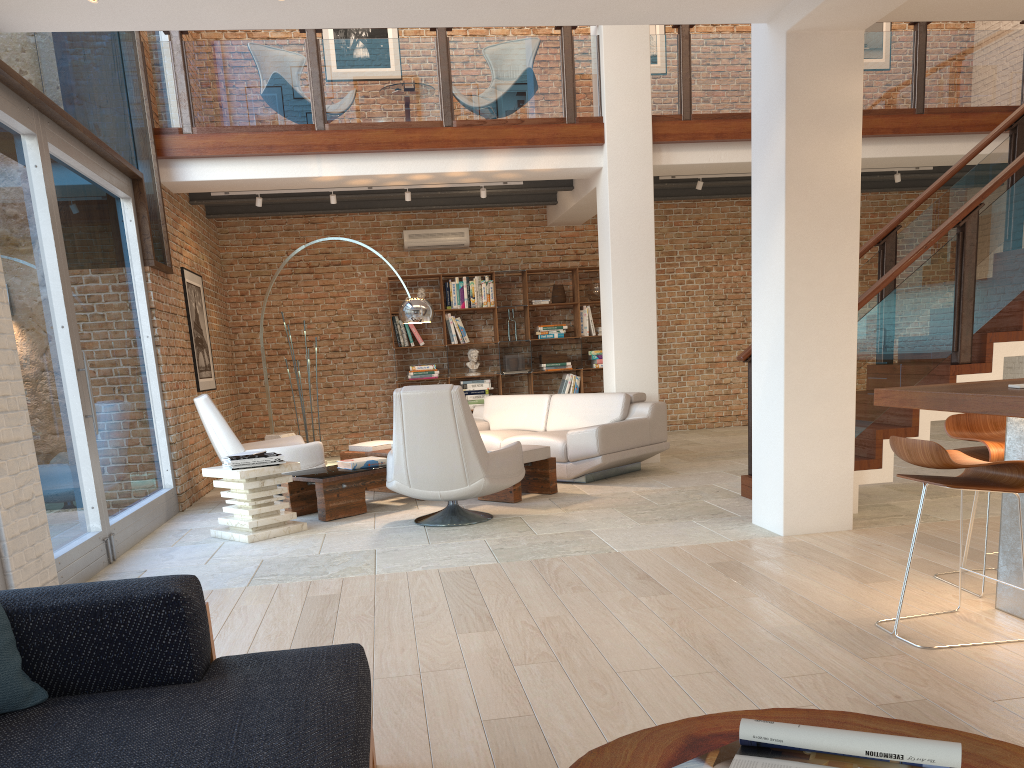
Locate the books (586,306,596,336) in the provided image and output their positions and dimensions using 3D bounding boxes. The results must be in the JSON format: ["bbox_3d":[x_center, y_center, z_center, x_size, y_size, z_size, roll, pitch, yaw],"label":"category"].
[{"bbox_3d":[1.002,-0.814,11.299,0.101,0.394,0.237,-5,9,-8],"label":"books"}]

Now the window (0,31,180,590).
[{"bbox_3d":[-2.797,-1.997,3.313,0.646,6.555,12.073,-5,4,-9],"label":"window"}]

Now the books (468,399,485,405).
[{"bbox_3d":[-0.471,0.226,11.281,0.361,0.057,0.276,-4,2,-6],"label":"books"}]

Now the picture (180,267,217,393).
[{"bbox_3d":[-3.186,-0.528,8.893,0.027,1.228,0.889,-5,9,-9],"label":"picture"}]

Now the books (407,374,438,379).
[{"bbox_3d":[-1.144,-0.101,11.104,0.378,0.037,0.239,-4,2,-13],"label":"books"}]

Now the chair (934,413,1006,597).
[{"bbox_3d":[2.189,0.525,3.936,0.404,0.796,0.410,-5,10,-8],"label":"chair"}]

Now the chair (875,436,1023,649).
[{"bbox_3d":[1.669,0.577,3.335,0.422,0.796,0.393,-5,10,-8],"label":"chair"}]

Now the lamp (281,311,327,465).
[{"bbox_3d":[-2.453,0.074,10.291,0.410,1.871,0.196,-12,15,-37],"label":"lamp"}]

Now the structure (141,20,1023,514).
[{"bbox_3d":[2.290,-1.235,4.721,10.133,4.245,13.567,-4,3,-8],"label":"structure"}]

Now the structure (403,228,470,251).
[{"bbox_3d":[-0.949,-1.812,10.913,0.811,0.225,0.195,-4,8,-8],"label":"structure"}]

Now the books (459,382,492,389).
[{"bbox_3d":[-0.474,0.022,11.242,0.378,0.066,0.239,-4,3,-14],"label":"books"}]

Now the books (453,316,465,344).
[{"bbox_3d":[-0.687,-0.683,11.073,0.124,0.358,0.265,-5,8,-8],"label":"books"}]

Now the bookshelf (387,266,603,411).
[{"bbox_3d":[0.019,-0.304,11.225,3.028,2.263,0.354,-4,12,-7],"label":"bookshelf"}]

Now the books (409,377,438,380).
[{"bbox_3d":[-1.134,-0.073,11.117,0.355,0.021,0.266,-4,2,-8],"label":"books"}]

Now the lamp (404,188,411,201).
[{"bbox_3d":[-1.051,-1.904,8.802,0.061,0.132,0.083,-5,9,-6],"label":"lamp"}]

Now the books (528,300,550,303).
[{"bbox_3d":[0.346,-1.051,11.089,0.235,0.019,0.168,-4,2,-15],"label":"books"}]

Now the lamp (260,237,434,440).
[{"bbox_3d":[-1.592,-0.186,8.369,2.029,2.416,0.309,1,12,27],"label":"lamp"}]

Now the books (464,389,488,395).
[{"bbox_3d":[-0.490,0.106,11.227,0.325,0.057,0.250,-4,2,-13],"label":"books"}]

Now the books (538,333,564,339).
[{"bbox_3d":[0.504,-0.613,11.245,0.326,0.057,0.249,-3,2,2],"label":"books"}]

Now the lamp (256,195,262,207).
[{"bbox_3d":[-2.499,-1.808,8.607,0.058,0.132,0.085,-12,12,-38],"label":"lamp"}]

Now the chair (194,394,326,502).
[{"bbox_3d":[-2.241,0.561,7.730,0.975,1.025,1.009,-7,8,-24],"label":"chair"}]

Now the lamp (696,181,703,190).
[{"bbox_3d":[1.980,-2.106,9.204,0.058,0.132,0.085,-12,12,-38],"label":"lamp"}]

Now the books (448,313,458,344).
[{"bbox_3d":[-0.759,-0.695,11.042,0.103,0.394,0.237,-5,9,-8],"label":"books"}]

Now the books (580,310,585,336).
[{"bbox_3d":[0.877,-0.778,11.267,0.055,0.338,0.248,-5,9,-8],"label":"books"}]

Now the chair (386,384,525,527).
[{"bbox_3d":[-0.473,0.500,6.217,1.028,1.044,0.945,-2,7,8],"label":"chair"}]

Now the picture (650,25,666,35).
[{"bbox_3d":[1.459,-4.471,10.817,0.912,1.230,0.026,-5,12,-7],"label":"picture"}]

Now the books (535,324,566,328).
[{"bbox_3d":[0.489,-0.744,11.226,0.355,0.021,0.266,-4,2,-9],"label":"books"}]

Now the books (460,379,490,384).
[{"bbox_3d":[-0.481,-0.029,11.226,0.379,0.037,0.239,-4,2,-8],"label":"books"}]

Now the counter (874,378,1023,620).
[{"bbox_3d":[2.618,0.459,2.792,1.682,0.943,2.444,-4,3,-8],"label":"counter"}]

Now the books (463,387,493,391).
[{"bbox_3d":[-0.478,0.066,11.233,0.443,0.021,0.266,-4,2,-8],"label":"books"}]

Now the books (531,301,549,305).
[{"bbox_3d":[0.355,-1.025,11.089,0.205,0.035,0.130,-4,3,-8],"label":"books"}]

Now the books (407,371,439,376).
[{"bbox_3d":[-1.134,-0.138,11.091,0.378,0.037,0.240,-4,2,-14],"label":"books"}]

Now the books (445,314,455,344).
[{"bbox_3d":[-0.800,-0.694,11.059,0.101,0.394,0.237,-5,9,-8],"label":"books"}]

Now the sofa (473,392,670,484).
[{"bbox_3d":[0.258,0.498,8.592,2.319,0.776,1.122,-1,6,42],"label":"sofa"}]

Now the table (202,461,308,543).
[{"bbox_3d":[-1.854,0.836,6.296,0.492,0.518,0.485,3,10,42],"label":"table"}]

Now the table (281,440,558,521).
[{"bbox_3d":[-0.978,0.779,7.457,2.195,0.440,1.935,-1,3,43],"label":"table"}]

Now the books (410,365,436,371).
[{"bbox_3d":[-1.135,-0.207,11.095,0.326,0.057,0.249,-4,2,-6],"label":"books"}]

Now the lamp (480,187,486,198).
[{"bbox_3d":[-0.293,-1.962,8.912,0.061,0.119,0.092,-4,8,-2],"label":"lamp"}]

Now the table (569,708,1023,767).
[{"bbox_3d":[0.629,0.888,0.876,1.076,0.457,1.790,-4,3,-3],"label":"table"}]

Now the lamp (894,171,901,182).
[{"bbox_3d":[4.200,-2.254,9.495,0.059,0.132,0.085,6,13,41],"label":"lamp"}]

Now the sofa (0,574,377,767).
[{"bbox_3d":[-0.571,0.861,0.570,2.075,0.677,3.868,-4,2,-8],"label":"sofa"}]

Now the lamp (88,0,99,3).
[{"bbox_3d":[-1.788,-1.690,3.720,0.059,0.132,0.085,6,13,41],"label":"lamp"}]

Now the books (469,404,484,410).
[{"bbox_3d":[-0.463,0.287,11.275,0.378,0.066,0.239,-4,3,-13],"label":"books"}]

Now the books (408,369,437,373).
[{"bbox_3d":[-1.141,-0.168,11.104,0.355,0.021,0.266,-4,2,-9],"label":"books"}]

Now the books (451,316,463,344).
[{"bbox_3d":[-0.707,-0.682,11.062,0.124,0.358,0.265,-5,8,-8],"label":"books"}]

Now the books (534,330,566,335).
[{"bbox_3d":[0.479,-0.659,11.241,0.379,0.037,0.239,-4,2,-8],"label":"books"}]

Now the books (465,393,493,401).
[{"bbox_3d":[-0.461,0.166,11.254,0.377,0.066,0.240,-4,3,-21],"label":"books"}]

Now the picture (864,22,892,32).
[{"bbox_3d":[4.455,-4.670,11.216,0.912,1.230,0.026,-5,12,-7],"label":"picture"}]

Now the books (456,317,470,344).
[{"bbox_3d":[-0.637,-0.677,11.068,0.158,0.338,0.248,-5,8,-8],"label":"books"}]

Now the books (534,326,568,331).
[{"bbox_3d":[0.496,-0.715,11.213,0.378,0.037,0.240,-4,2,-14],"label":"books"}]

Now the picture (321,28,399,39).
[{"bbox_3d":[-1.813,-4.252,10.381,0.912,1.230,0.026,-5,12,-7],"label":"picture"}]

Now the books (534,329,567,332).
[{"bbox_3d":[0.494,-0.687,11.227,0.378,0.019,0.240,-4,2,-15],"label":"books"}]

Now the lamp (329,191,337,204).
[{"bbox_3d":[-1.786,-1.859,8.704,0.061,0.124,0.084,-5,9,-6],"label":"lamp"}]
